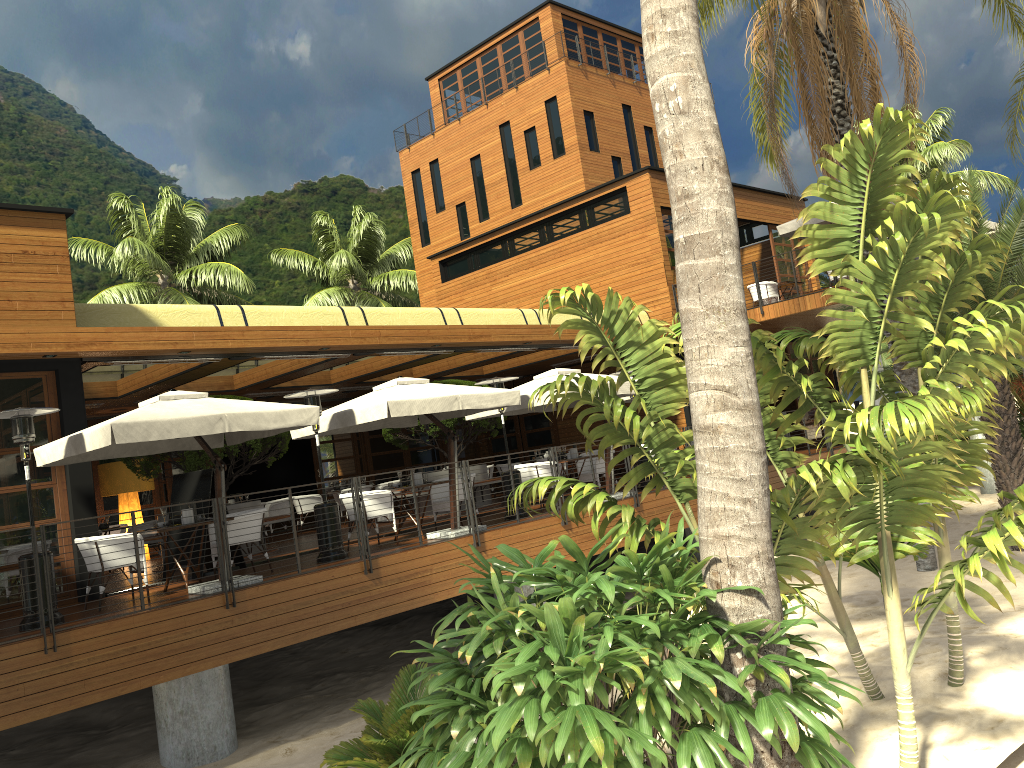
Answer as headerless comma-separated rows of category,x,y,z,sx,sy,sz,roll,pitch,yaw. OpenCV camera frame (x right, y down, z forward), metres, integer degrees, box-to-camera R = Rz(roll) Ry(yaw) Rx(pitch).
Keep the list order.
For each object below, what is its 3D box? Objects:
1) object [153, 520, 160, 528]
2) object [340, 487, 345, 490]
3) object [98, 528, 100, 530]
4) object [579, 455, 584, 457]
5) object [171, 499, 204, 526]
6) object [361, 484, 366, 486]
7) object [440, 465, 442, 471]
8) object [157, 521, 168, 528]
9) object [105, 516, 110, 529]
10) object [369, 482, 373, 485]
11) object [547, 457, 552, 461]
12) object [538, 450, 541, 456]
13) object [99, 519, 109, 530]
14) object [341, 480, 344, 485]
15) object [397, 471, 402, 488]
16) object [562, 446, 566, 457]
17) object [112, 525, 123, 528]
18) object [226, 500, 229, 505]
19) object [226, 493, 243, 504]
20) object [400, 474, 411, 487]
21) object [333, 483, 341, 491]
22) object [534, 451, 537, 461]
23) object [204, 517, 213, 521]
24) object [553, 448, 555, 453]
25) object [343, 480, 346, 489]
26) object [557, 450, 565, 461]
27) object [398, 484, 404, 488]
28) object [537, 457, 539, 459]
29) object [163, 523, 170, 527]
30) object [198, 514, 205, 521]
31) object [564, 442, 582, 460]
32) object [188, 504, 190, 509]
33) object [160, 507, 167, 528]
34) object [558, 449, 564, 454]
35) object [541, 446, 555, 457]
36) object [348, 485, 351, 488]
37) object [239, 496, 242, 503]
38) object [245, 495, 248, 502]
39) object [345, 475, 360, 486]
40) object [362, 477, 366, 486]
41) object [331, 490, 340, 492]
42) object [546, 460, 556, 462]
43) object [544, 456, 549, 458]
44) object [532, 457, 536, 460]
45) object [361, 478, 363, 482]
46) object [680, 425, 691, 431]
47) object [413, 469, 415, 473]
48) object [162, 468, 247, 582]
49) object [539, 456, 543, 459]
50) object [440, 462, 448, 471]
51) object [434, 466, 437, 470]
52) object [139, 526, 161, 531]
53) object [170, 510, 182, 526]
object,-4.107,1.628,10.269,0.086,0.086,0.086,-4,-7,-41
object,-3.624,2.246,18.990,0.116,0.065,0.115,-7,-5,-24
object,-6.915,2.418,14.930,0.086,0.086,0.086,-4,-7,-46
object,1.097,1.268,15.387,0.170,0.025,0.294,-4,-6,-45
object,-3.725,1.474,10.192,0.263,0.264,0.263,-9,-5,0
object,-3.213,2.193,19.119,0.116,0.065,0.115,-7,-5,-24
object,-1.720,2.076,21.622,0.082,0.227,0.082,-8,-5,-3
object,-4.017,1.620,10.202,0.116,0.065,0.116,-5,-6,-41
object,-6.948,2.372,15.235,0.082,0.227,0.082,-8,-5,-4
object,-3.019,2.146,19.033,0.086,0.086,0.086,-11,-5,22
object,0.640,1.280,15.060,0.086,0.086,0.086,-4,-7,-41
object,0.614,1.574,19.730,0.082,0.227,0.082,-8,-5,-10
object,-6.825,2.348,14.820,0.163,0.179,0.167,-8,-5,-7
object,-3.671,2.188,19.252,0.082,0.227,0.082,-6,-6,-27
object,-1.568,1.339,12.464,0.082,0.227,0.082,-3,-7,-44
object,0.919,1.190,15.399,0.082,0.227,0.082,-3,-7,-44
object,-6.748,2.439,15.125,0.170,0.025,0.294,-8,-4,-5
object,-5.364,2.272,16.688,0.163,0.179,0.167,-5,-6,-35
object,-5.358,2.259,17.076,0.263,0.264,0.263,-4,-7,-41
object,-1.550,1.389,12.798,0.168,0.179,0.162,-4,-7,-43
object,-3.786,2.227,19.185,0.163,0.179,0.167,-6,-5,-25
object,0.523,1.557,19.327,0.082,0.227,0.082,-9,-5,7
object,-3.650,1.615,10.596,0.170,0.025,0.294,-4,-6,-45
object,0.933,1.487,19.230,0.082,0.227,0.082,-8,-5,-10
object,-3.552,2.137,18.833,0.082,0.227,0.082,-5,-6,-34
object,0.820,1.216,15.190,0.168,0.179,0.162,-4,-7,-43
object,-1.568,1.441,12.532,0.080,0.042,0.080,-9,-5,6
object,0.617,1.645,19.548,0.116,0.065,0.116,-9,-5,4
object,-3.945,1.615,10.133,0.080,0.042,0.080,-12,-6,36
object,-3.641,1.567,10.392,0.086,0.086,0.086,-4,-7,-41
object,1.021,1.127,14.982,0.263,0.264,0.263,-9,-5,0
object,-3.827,1.537,10.608,0.082,0.227,0.082,-3,-7,-44
object,-3.946,1.513,10.065,0.082,0.227,0.082,-3,-7,-44
object,1.071,1.493,19.228,0.163,0.179,0.167,-9,-5,4
object,0.793,1.514,19.497,0.263,0.264,0.263,-9,-5,1
object,-3.440,2.192,18.799,0.086,0.086,0.086,-10,-5,17
object,-5.303,2.289,17.370,0.082,0.227,0.082,-4,-7,-40
object,-5.081,2.227,17.012,0.082,0.227,0.082,-5,-7,-36
object,-3.426,2.123,19.089,0.264,0.264,0.263,-6,-6,-28
object,-3.151,2.087,18.971,0.082,0.227,0.082,-6,-6,-27
object,-3.743,2.274,18.861,0.170,0.025,0.294,-7,-5,-23
object,0.656,1.293,14.846,0.170,0.025,0.294,-4,-6,-45
object,0.753,1.601,19.245,0.116,0.065,0.116,-11,-5,27
object,0.487,1.667,19.721,0.086,0.086,0.086,-5,-6,-35
object,-3.263,2.135,19.366,0.082,0.227,0.082,-5,-6,-34
object,3.423,0.951,17.406,0.263,0.264,0.263,-9,-5,0
object,-1.450,1.363,13.007,0.082,0.227,0.082,-12,-6,34
object,-4.217,1.873,11.949,0.767,1.399,0.771,-12,-6,29
object,0.620,1.611,19.258,0.086,0.086,0.086,-4,-7,-44
object,-1.574,2.021,21.383,0.263,0.264,0.263,-9,-5,3
object,-1.816,2.059,21.207,0.082,0.227,0.082,-8,-5,-8
object,-4.091,1.640,10.055,0.170,0.025,0.294,-4,-6,-45
object,-3.927,1.563,10.396,0.167,0.179,0.163,-13,-7,42
